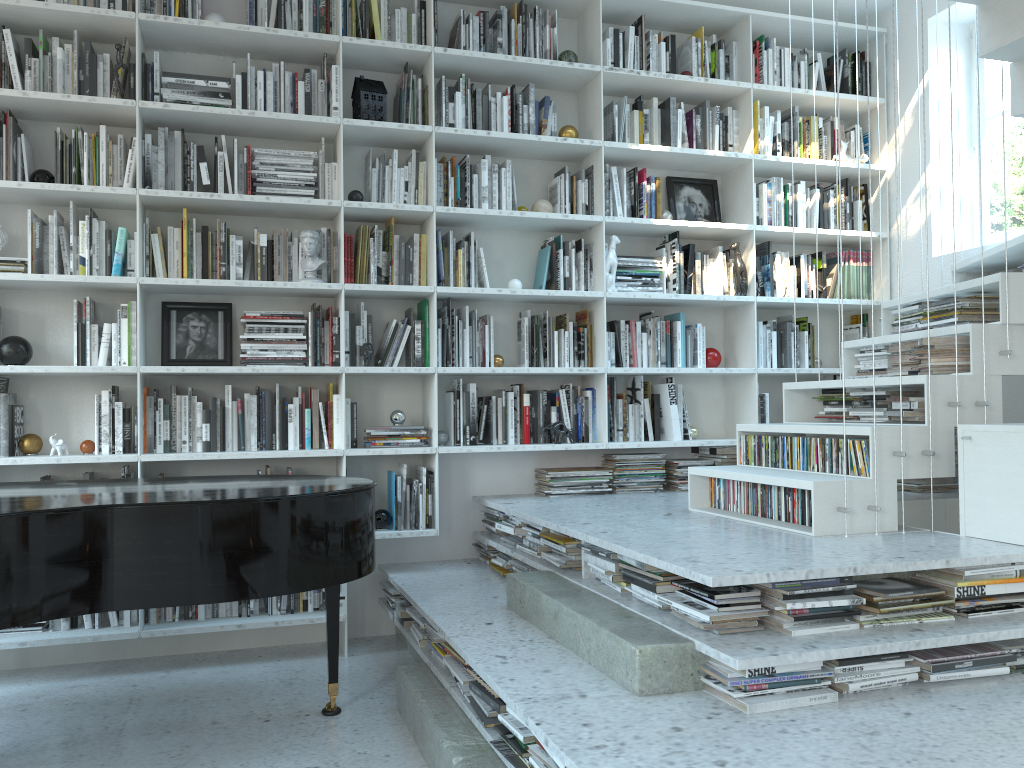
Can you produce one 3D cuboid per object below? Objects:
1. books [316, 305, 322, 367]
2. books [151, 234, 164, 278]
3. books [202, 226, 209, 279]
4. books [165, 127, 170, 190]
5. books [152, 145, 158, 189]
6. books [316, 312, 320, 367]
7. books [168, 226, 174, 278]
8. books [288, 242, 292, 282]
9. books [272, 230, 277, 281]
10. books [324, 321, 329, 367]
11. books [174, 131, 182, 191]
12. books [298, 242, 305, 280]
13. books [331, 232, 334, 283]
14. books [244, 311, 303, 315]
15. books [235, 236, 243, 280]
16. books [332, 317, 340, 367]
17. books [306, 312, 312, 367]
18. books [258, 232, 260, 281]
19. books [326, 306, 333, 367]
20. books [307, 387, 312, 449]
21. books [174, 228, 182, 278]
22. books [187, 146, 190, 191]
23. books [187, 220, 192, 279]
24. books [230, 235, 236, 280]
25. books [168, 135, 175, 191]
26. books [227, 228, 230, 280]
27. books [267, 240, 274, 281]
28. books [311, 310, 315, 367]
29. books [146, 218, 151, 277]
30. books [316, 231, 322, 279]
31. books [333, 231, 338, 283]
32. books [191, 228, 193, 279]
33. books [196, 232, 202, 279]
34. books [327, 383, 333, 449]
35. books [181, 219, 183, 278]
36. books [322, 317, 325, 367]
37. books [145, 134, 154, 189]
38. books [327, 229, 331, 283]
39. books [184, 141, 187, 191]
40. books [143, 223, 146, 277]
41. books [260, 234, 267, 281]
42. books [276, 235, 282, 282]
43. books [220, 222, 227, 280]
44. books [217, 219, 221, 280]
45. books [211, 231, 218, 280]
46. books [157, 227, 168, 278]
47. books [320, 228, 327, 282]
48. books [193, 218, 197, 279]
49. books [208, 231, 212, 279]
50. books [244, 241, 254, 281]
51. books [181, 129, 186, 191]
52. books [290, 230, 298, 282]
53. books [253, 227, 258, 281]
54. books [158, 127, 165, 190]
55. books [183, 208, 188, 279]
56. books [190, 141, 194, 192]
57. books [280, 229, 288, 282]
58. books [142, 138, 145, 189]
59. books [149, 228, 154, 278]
[{"bbox_3d":[-0.890,-0.213,4.093,0.011,0.288,0.152,0,-1,-18],"label":"books"},{"bbox_3d":[-1.544,-0.539,3.876,0.053,0.208,0.156,0,-1,-18],"label":"books"},{"bbox_3d":[-1.369,-0.564,3.961,0.028,0.259,0.134,0,-1,-18],"label":"books"},{"bbox_3d":[-1.520,-0.959,3.917,0.014,0.313,0.133,0,-1,-18],"label":"books"},{"bbox_3d":[-1.563,-0.916,3.901,0.027,0.228,0.147,0,-1,-18],"label":"books"},{"bbox_3d":[-0.901,-0.197,4.090,0.013,0.256,0.163,0,-1,-18],"label":"books"},{"bbox_3d":[-1.500,-0.558,3.912,0.026,0.248,0.139,0,-1,-18],"label":"books"},{"bbox_3d":[-1.022,-0.539,4.064,0.022,0.206,0.114,0,-1,-18],"label":"books"},{"bbox_3d":[-1.075,-0.559,4.012,0.012,0.245,0.186,0,-1,-18],"label":"books"},{"bbox_3d":[-0.864,-0.177,4.106,0.021,0.217,0.132,0,-1,-18],"label":"books"},{"bbox_3d":[-1.473,-0.950,3.923,0.029,0.295,0.151,0,-1,-18],"label":"books"},{"bbox_3d":[-0.970,-0.537,4.071,0.035,0.201,0.149,0,-1,-18],"label":"books"},{"bbox_3d":[-0.844,-0.567,4.118,0.014,0.261,0.137,0,-1,-18],"label":"books"},{"bbox_3d":[-1.082,-0.316,4.027,0.254,0.012,0.161,0,-2,-14],"label":"books"},{"bbox_3d":[-1.227,-0.543,3.985,0.030,0.215,0.168,0,-1,-18],"label":"books"},{"bbox_3d":[-0.819,-0.184,4.091,0.034,0.229,0.199,0,-1,-18],"label":"books"},{"bbox_3d":[-0.932,-0.196,4.071,0.012,0.254,0.161,0,-1,-18],"label":"books"},{"bbox_3d":[-1.147,-0.553,4.009,0.010,0.234,0.175,0,-1,-18],"label":"books"},{"bbox_3d":[-0.844,-0.209,4.094,0.011,0.279,0.186,0,-1,-18],"label":"books"},{"bbox_3d":[-0.932,0.156,4.083,0.010,0.284,0.132,0,-1,-18],"label":"books"},{"bbox_3d":[-1.472,-0.554,3.915,0.029,0.240,0.155,0,-1,-18],"label":"books"},{"bbox_3d":[-1.430,-0.920,3.931,0.014,0.233,0.147,0,-1,-18],"label":"books"},{"bbox_3d":[-1.418,-0.569,3.899,0.015,0.266,0.189,0,-1,-18],"label":"books"},{"bbox_3d":[-1.253,-0.544,3.976,0.024,0.216,0.175,0,-1,-18],"label":"books"},{"bbox_3d":[-1.493,-0.936,3.898,0.025,0.266,0.185,0,-1,-18],"label":"books"},{"bbox_3d":[-1.274,-0.561,3.983,0.011,0.251,0.130,0,-1,-18],"label":"books"},{"bbox_3d":[-1.098,-0.536,4.015,0.029,0.200,0.178,0,-1,-18],"label":"books"},{"bbox_3d":[-0.920,-0.199,4.072,0.011,0.260,0.184,0,-1,-18],"label":"books"},{"bbox_3d":[-1.593,-0.575,3.889,0.010,0.282,0.140,0,-1,-18],"label":"books"},{"bbox_3d":[-0.897,-0.566,4.094,0.025,0.259,0.130,0,-1,-18],"label":"books"},{"bbox_3d":[-0.828,-0.568,4.130,0.023,0.264,0.107,0,-1,-18],"label":"books"},{"bbox_3d":[-1.416,-0.557,3.933,0.010,0.244,0.149,0,-1,-18],"label":"books"},{"bbox_3d":[-1.392,-0.549,3.947,0.024,0.228,0.147,0,-1,-18],"label":"books"},{"bbox_3d":[-0.843,0.147,4.102,0.011,0.300,0.149,0,-1,-18],"label":"books"},{"bbox_3d":[-1.457,-0.576,3.933,0.010,0.284,0.136,0,-1,-18],"label":"books"},{"bbox_3d":[-0.881,-0.185,4.102,0.013,0.232,0.134,0,-1,-18],"label":"books"},{"bbox_3d":[-1.584,-0.936,3.879,0.026,0.267,0.170,0,-1,-18],"label":"books"},{"bbox_3d":[-0.853,-0.570,4.102,0.014,0.266,0.154,0,-1,-18],"label":"books"},{"bbox_3d":[-1.442,-0.929,3.927,0.011,0.252,0.153,0,-1,-18],"label":"books"},{"bbox_3d":[-1.600,-0.561,3.876,0.012,0.254,0.161,0,-1,-18],"label":"books"},{"bbox_3d":[-1.125,-0.548,4.004,0.029,0.224,0.185,0,-1,-18],"label":"books"},{"bbox_3d":[-1.069,-0.550,4.052,0.025,0.230,0.143,0,-1,-18],"label":"books"},{"bbox_3d":[-1.284,-0.570,3.951,0.028,0.267,0.190,0,-1,-18],"label":"books"},{"bbox_3d":[-1.308,-0.577,3.959,0.013,0.283,0.177,0,-1,-18],"label":"books"},{"bbox_3d":[-1.328,-0.553,3.960,0.025,0.236,0.137,0,-1,-18],"label":"books"},{"bbox_3d":[-1.530,-0.555,3.893,0.042,0.242,0.162,0,-1,-18],"label":"books"},{"bbox_3d":[-0.877,-0.575,4.112,0.025,0.279,0.108,0,-1,-18],"label":"books"},{"bbox_3d":[-1.401,-0.576,3.920,0.010,0.281,0.170,0,-1,-18],"label":"books"},{"bbox_3d":[-1.343,-0.549,3.947,0.012,0.228,0.169,0,-1,-18],"label":"books"},{"bbox_3d":[-1.192,-0.535,4.008,0.050,0.199,0.145,0,-1,-18],"label":"books"},{"bbox_3d":[-1.451,-0.953,3.921,0.011,0.300,0.179,0,-1,-18],"label":"books"},{"bbox_3d":[-0.999,-0.565,4.065,0.024,0.259,0.126,0,-1,-18],"label":"books"},{"bbox_3d":[-1.159,-0.565,4.010,0.014,0.258,0.161,0,-1,-18],"label":"books"},{"bbox_3d":[-1.533,-0.951,3.893,0.026,0.297,0.179,0,-1,-18],"label":"books"},{"bbox_3d":[-1.432,-0.594,3.896,0.014,0.317,0.188,0,-1,-18],"label":"books"},{"bbox_3d":[-1.416,-0.928,3.931,0.014,0.250,0.172,0,-1,-18],"label":"books"},{"bbox_3d":[-1.040,-0.565,4.041,0.025,0.258,0.150,0,-1,-18],"label":"books"},{"bbox_3d":[-1.605,-0.929,3.883,0.012,0.254,0.161,0,-1,-18],"label":"books"},{"bbox_3d":[-1.582,-0.551,3.891,0.011,0.235,0.142,0,-1,-18],"label":"books"}]
